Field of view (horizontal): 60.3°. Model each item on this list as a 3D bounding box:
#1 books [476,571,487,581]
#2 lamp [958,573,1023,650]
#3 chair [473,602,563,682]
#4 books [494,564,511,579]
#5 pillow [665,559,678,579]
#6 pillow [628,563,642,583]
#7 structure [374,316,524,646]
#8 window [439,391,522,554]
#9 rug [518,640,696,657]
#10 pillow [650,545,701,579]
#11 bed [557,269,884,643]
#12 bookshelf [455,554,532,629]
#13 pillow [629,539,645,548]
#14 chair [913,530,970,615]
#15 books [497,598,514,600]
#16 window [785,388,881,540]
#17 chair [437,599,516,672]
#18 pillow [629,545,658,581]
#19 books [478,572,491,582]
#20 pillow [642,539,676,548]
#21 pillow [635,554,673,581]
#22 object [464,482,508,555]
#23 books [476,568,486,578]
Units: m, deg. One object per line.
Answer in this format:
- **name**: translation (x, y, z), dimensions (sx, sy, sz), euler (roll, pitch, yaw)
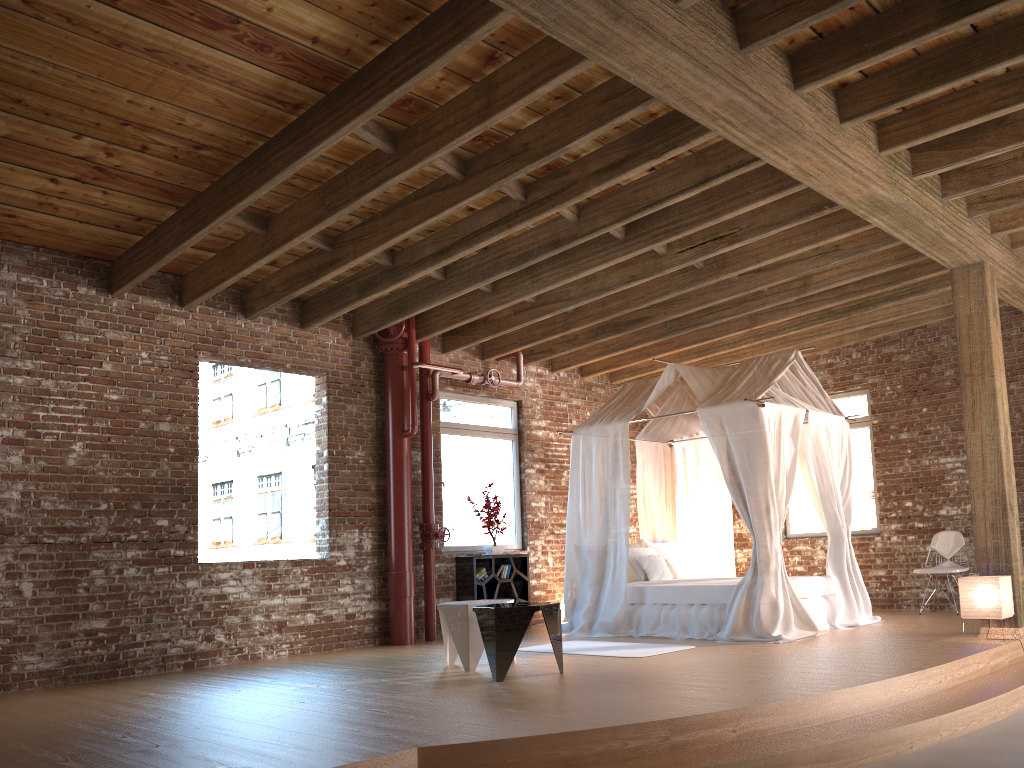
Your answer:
- **books**: translation (-0.370, 2.082, 9.550), dimensions (0.133, 0.108, 0.157), euler (-11, -13, 43)
- **lamp**: translation (4.220, 1.834, 6.756), dimensions (1.373, 0.773, 0.366), euler (-10, -10, 36)
- **chair**: translation (0.042, 1.783, 6.138), dimensions (0.617, 0.485, 0.540), euler (-2, -9, -2)
- **books**: translation (-0.134, 2.086, 9.795), dimensions (0.133, 0.164, 0.248), euler (-10, -12, 43)
- **pillow**: translation (1.678, 2.028, 9.653), dimensions (0.161, 0.231, 0.293), euler (-9, -11, 42)
- **pillow**: translation (1.050, 1.917, 9.208), dimensions (0.356, 0.410, 0.623), euler (-10, -12, 41)
- **structure**: translation (-0.596, 0.948, 9.397), dimensions (0.573, 3.431, 2.032), euler (-8, -9, 43)
- **window**: translation (-0.386, 1.025, 10.136), dimensions (0.166, 1.831, 1.368), euler (-8, -10, 43)
- **rug**: translation (0.783, 2.269, 7.584), dimensions (0.875, 0.007, 1.425), euler (8, -15, -44)
- **pillow**: translation (1.884, 2.046, 10.071), dimensions (0.291, 0.428, 0.639), euler (-10, -12, 44)
- **bed**: translation (2.012, 0.595, 9.203), dimensions (2.650, 3.845, 2.539), euler (-10, -11, 44)
- **bookshelf**: translation (-0.199, 2.325, 9.793), dimensions (0.291, 0.837, 0.870), euler (-9, -11, 43)
- **pillow**: translation (1.318, 1.963, 9.774), dimensions (0.207, 0.490, 0.643), euler (-9, -11, 43)
- **chair**: translation (4.735, 2.061, 9.685), dimensions (0.533, 0.888, 0.583), euler (-9, -10, 43)
- **books**: translation (-0.084, 2.462, 9.794), dimensions (0.133, 0.179, 0.206), euler (-10, -12, 43)
- **window**: translation (3.992, 1.035, 11.172), dimensions (1.306, 1.831, 0.174), euler (-10, -10, 44)
- **chair**: translation (-0.268, 1.919, 6.767), dimensions (0.532, 0.485, 0.627), euler (-4, -9, 8)
- **pillow**: translation (1.465, 1.945, 9.639), dimensions (0.346, 0.399, 0.622), euler (-10, -12, 41)
- **books**: translation (-0.329, 2.100, 9.590), dimensions (0.133, 0.113, 0.160), euler (-11, -13, 43)
- **pillow**: translation (1.744, 2.034, 10.207), dimensions (0.206, 0.494, 0.642), euler (-9, -11, 43)
- **pillow**: translation (1.529, 1.972, 9.456), dimensions (0.392, 0.288, 0.213), euler (5, -10, -37)
- **object**: translation (-0.264, 1.488, 9.826), dimensions (0.393, 0.832, 0.422), euler (-8, -9, 39)
- **books**: translation (-0.381, 2.045, 9.544), dimensions (0.133, 0.108, 0.157), euler (-11, -13, 43)
